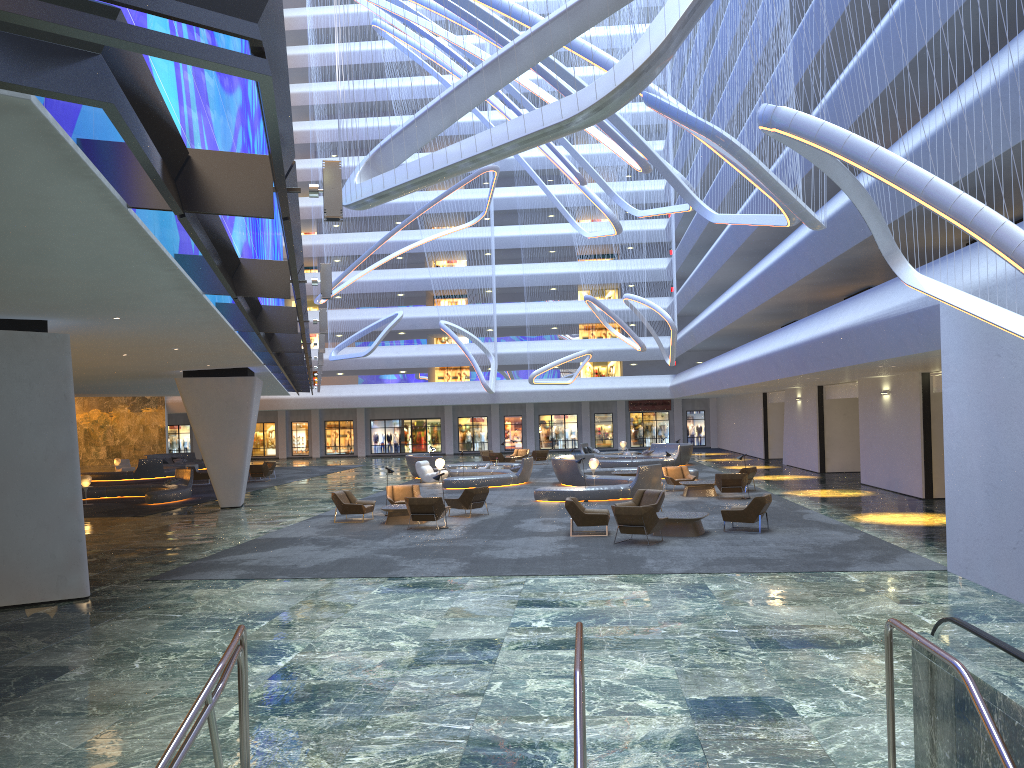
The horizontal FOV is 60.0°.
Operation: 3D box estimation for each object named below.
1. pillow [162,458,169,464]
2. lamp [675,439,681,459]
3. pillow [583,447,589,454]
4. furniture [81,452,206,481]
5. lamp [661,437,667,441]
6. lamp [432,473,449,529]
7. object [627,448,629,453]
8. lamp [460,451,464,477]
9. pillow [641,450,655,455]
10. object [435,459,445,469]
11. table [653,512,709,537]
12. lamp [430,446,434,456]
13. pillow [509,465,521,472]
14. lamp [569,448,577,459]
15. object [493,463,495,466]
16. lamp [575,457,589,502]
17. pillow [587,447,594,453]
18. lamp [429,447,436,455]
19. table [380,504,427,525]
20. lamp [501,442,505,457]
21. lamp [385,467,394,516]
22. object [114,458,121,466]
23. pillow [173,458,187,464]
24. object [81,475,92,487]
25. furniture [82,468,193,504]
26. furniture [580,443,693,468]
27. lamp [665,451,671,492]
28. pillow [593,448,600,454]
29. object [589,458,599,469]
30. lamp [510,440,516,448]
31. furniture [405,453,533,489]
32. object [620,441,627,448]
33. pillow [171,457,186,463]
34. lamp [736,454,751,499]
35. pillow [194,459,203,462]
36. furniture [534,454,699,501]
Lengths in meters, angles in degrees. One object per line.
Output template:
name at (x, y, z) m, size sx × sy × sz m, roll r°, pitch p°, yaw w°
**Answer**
pillow at (-19.651, 4.326, 49.827) m, size 0.315 × 0.386 × 0.785 m, roll -2°, pitch -2°, yaw 21°
lamp at (7.714, 3.198, 40.997) m, size 0.202 × 1.300 × 0.384 m, roll -1°, pitch 0°, yaw -36°
pillow at (4.096, 3.625, 48.524) m, size 0.295 × 0.368 × 0.769 m, roll -2°, pitch -2°, yaw 17°
furniture at (-18.471, 4.274, 46.903) m, size 5.187 × 0.969 × 9.929 m, roll -2°, pitch -2°, yaw 22°
lamp at (7.766, 3.347, 45.056) m, size 0.384 × 1.300 × 0.202 m, roll -2°, pitch 0°, yaw 4°
lamp at (-1.654, 2.700, 20.534) m, size 0.384 × 1.300 × 0.202 m, roll -2°, pitch 0°, yaw 22°
object at (6.248, 3.611, 47.929) m, size 0.131 × 0.252 × 0.103 m, roll -1°, pitch 0°, yaw -12°
lamp at (-1.881, 3.201, 33.914) m, size 0.202 × 1.300 × 0.384 m, roll -2°, pitch 0°, yaw -20°
pillow at (6.901, 3.463, 45.025) m, size 0.692 × 0.262 × 0.878 m, roll 0°, pitch -2°, yaw -33°
object at (-2.790, 3.089, 34.427) m, size 0.367 × 0.387 × 0.318 m, roll -1°, pitch -1°, yaw -13°
table at (3.494, 2.934, 18.559) m, size 1.203 × 0.392 × 1.203 m, roll -2°, pitch -2°, yaw 23°
lamp at (-3.767, 3.534, 41.519) m, size 0.202 × 1.300 × 0.384 m, roll -1°, pitch 0°, yaw -41°
pillow at (0.341, 3.228, 33.783) m, size 0.692 × 0.262 × 0.877 m, roll -2°, pitch -2°, yaw 13°
lamp at (2.388, 3.093, 34.187) m, size 0.384 × 1.300 × 0.202 m, roll -2°, pitch 0°, yaw 22°
object at (-0.801, 3.546, 39.006) m, size 0.071 × 0.118 × 0.151 m, roll -2°, pitch -1°, yaw 15°
lamp at (2.042, 2.798, 25.944) m, size 0.384 × 1.300 × 0.202 m, roll -2°, pitch 0°, yaw 22°
pillow at (4.306, 3.595, 48.541) m, size 0.315 × 0.386 × 0.785 m, roll -2°, pitch -2°, yaw 20°
lamp at (-3.525, 3.438, 39.118) m, size 0.384 × 1.300 × 0.202 m, roll -2°, pitch 0°, yaw -2°
table at (-2.606, 3.228, 21.962) m, size 1.203 × 0.392 × 1.204 m, roll -2°, pitch -2°, yaw 5°
lamp at (-0.422, 3.564, 44.838) m, size 0.202 × 1.300 × 0.384 m, roll -1°, pitch 0°, yaw -33°
lamp at (-3.272, 2.859, 23.642) m, size 0.202 × 1.300 × 0.384 m, roll -2°, pitch 0°, yaw 21°
object at (-20.161, 3.970, 45.284) m, size 0.367 × 0.387 × 0.318 m, roll -2°, pitch -1°, yaw 12°
pillow at (-18.966, 4.379, 50.509) m, size 0.692 × 0.262 × 0.878 m, roll -1°, pitch -2°, yaw -5°
object at (-14.200, 3.223, 29.525) m, size 0.318 × 0.387 × 0.367 m, roll -2°, pitch -1°, yaw 12°
furniture at (-15.812, 3.620, 31.207) m, size 9.930 × 0.969 × 5.186 m, roll -2°, pitch -2°, yaw 22°
furniture at (6.229, 3.534, 45.313) m, size 5.185 × 0.969 × 9.932 m, roll -2°, pitch -2°, yaw 1°
lamp at (5.030, 2.813, 28.592) m, size 0.202 × 1.300 × 0.384 m, roll -2°, pitch 0°, yaw 21°
pillow at (4.539, 3.691, 48.814) m, size 0.874 × 0.280 × 0.684 m, roll -3°, pitch -3°, yaw 42°
object at (2.910, 2.823, 31.474) m, size 0.367 × 0.387 × 0.318 m, roll -2°, pitch -1°, yaw 12°
lamp at (0.045, 3.680, 48.311) m, size 0.384 × 1.300 × 0.202 m, roll -1°, pitch 0°, yaw -34°
furniture at (-1.921, 3.437, 36.603) m, size 5.185 × 0.969 × 9.933 m, roll -1°, pitch -2°, yaw -3°
object at (6.345, 3.442, 50.551) m, size 0.367 × 0.387 × 0.318 m, roll -1°, pitch -1°, yaw -13°
pillow at (-19.065, 4.344, 50.681) m, size 0.774 × 0.366 × 0.317 m, roll 0°, pitch -2°, yaw -44°
lamp at (6.648, 2.654, 25.484) m, size 0.384 × 1.300 × 0.202 m, roll -2°, pitch 0°, yaw 22°
pillow at (-18.076, 4.440, 51.115) m, size 0.443 × 0.207 × 0.445 m, roll -1°, pitch -2°, yaw -9°
furniture at (3.182, 3.071, 30.479) m, size 5.187 × 0.969 × 9.929 m, roll -2°, pitch -2°, yaw 22°
